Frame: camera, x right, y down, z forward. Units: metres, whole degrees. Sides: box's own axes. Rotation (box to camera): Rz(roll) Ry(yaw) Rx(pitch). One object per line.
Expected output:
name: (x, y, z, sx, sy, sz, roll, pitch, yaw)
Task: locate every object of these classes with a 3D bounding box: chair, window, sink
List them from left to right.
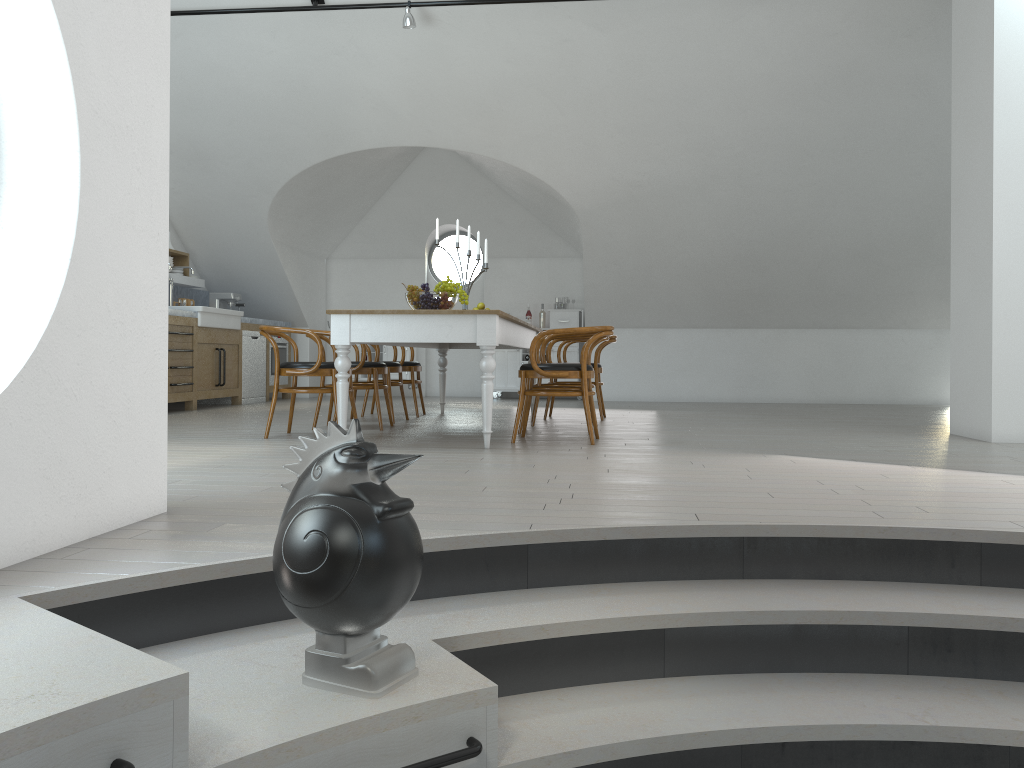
sink: (-3.330, -0.678, 9.190, 0.727, 0.202, 1.021, 1, 2, 6)
chair: (-1.356, -0.019, 5.856, 0.621, 0.735, 0.527, 0, 0, 6)
chair: (-1.219, -0.038, 6.571, 0.621, 0.735, 0.527, 0, 0, 3)
chair: (-1.201, -0.059, 7.301, 0.621, 0.735, 0.527, 0, 0, 9)
chair: (-1.114, -0.078, 8.019, 0.621, 0.735, 0.527, 0, 0, 3)
window: (-0.750, -1.699, 12.193, 0.900, 0.900, 0.060, 0, 0, 6)
chair: (0.372, -0.022, 6.351, 0.621, 0.735, 0.527, 0, 0, 6)
chair: (0.335, -0.001, 5.624, 0.621, 0.735, 0.527, 0, 0, 9)
chair: (0.465, -0.042, 7.073, 0.621, 0.735, 0.527, 0, 0, 1)
chair: (0.611, -0.061, 7.784, 0.621, 0.735, 0.527, 0, 0, 9)

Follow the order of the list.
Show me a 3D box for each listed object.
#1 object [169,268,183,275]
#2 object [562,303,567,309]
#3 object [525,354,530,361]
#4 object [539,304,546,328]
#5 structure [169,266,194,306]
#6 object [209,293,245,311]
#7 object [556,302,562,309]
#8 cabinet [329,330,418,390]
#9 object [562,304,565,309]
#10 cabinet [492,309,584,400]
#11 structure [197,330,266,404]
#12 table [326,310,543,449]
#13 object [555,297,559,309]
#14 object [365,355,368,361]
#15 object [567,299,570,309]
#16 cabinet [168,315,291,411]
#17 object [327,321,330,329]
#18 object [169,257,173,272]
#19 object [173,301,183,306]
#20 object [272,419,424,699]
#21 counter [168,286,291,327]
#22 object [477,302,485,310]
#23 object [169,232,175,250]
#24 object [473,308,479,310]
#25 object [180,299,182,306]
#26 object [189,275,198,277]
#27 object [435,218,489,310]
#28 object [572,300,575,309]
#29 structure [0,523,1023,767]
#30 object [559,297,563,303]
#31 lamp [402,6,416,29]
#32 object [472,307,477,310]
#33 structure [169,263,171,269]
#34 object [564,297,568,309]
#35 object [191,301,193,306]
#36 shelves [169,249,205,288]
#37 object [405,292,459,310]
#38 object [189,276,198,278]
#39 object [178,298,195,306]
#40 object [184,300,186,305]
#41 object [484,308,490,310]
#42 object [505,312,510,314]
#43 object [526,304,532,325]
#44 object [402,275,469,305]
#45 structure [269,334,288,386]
object: (-3.793, -1.299, 9.662, 0.198, 0.196, 0.657, 0, 1, 6)
object: (0.687, -1.004, 11.592, 0.071, 0.098, 0.071, 0, 1, 14)
object: (0.251, -0.343, 11.556, 0.156, 0.085, 0.331, 1, 2, 7)
object: (0.398, -0.882, 11.565, 0.085, 0.331, 0.085, 0, 0, -35)
structure: (-3.578, -0.990, 9.500, 0.332, 0.530, 0.214, 0, 0, -13)
object: (-3.358, -0.918, 10.560, 0.386, 0.320, 0.324, 0, 1, 6)
object: (0.612, -1.004, 11.440, 0.082, 0.105, 0.082, 1, 1, 44)
cabinet: (-1.815, -0.332, 11.638, 1.134, 0.789, 0.497, 0, 0, 6)
object: (0.650, -0.996, 11.518, 0.077, 0.085, 0.077, 1, 1, 14)
cabinet: (0.321, -0.384, 11.601, 1.242, 1.154, 0.610, 0, 0, 6)
structure: (-3.220, -0.192, 10.113, 0.598, 0.823, 0.724, 0, 1, 6)
table: (-0.398, -0.073, 6.752, 1.018, 0.799, 3.350, 0, 2, 6)
object: (0.584, -1.038, 11.517, 0.048, 0.169, 0.048, 0, 0, 39)
object: (-1.896, -0.338, 11.552, 0.082, 0.085, 0.317, 0, 2, 7)
object: (0.731, -1.026, 11.504, 0.046, 0.143, 0.046, 0, 0, 17)
cabinet: (-3.599, -0.122, 8.086, 1.004, 1.022, 6.430, 0, 2, 6)
object: (-2.375, -0.690, 11.599, 0.088, 0.269, 0.029, 0, 0, -21)
object: (-3.769, -1.301, 9.660, 0.154, 0.160, 0.158, 1, 1, 34)
object: (-3.735, -0.834, 9.915, 0.100, 0.171, 0.173, 0, 1, 8)
object: (-0.355, 0.356, 1.930, 0.320, 0.562, 0.321, 0, 0, -21)
counter: (-3.608, -0.944, 8.163, 0.961, 0.619, 6.577, 0, 2, 6)
object: (-0.270, -0.679, 7.772, 0.072, 0.074, 0.072, 0, 1, 6)
object: (-3.801, -1.583, 9.806, 0.156, 0.218, 0.156, 0, 0, -13)
object: (-0.314, -0.632, 7.750, 0.066, 0.071, 0.072, 0, 1, -25)
object: (-3.712, -0.849, 9.942, 0.019, 0.196, 0.022, 0, 0, -6)
object: (-3.741, -1.234, 10.255, 0.213, 0.025, 0.213, 0, 2, -6)
object: (-0.385, -0.912, 6.921, 0.265, 0.875, 0.775, 0, 1, -20)
object: (0.799, -1.026, 11.530, 0.046, 0.143, 0.046, 0, 0, 17)
structure: (0.891, 0.856, 0.557, 4.709, 0.693, 4.710, -1, 2, -39)
object: (0.648, -1.047, 11.649, 0.054, 0.179, 0.054, 0, 0, 0)
lamp: (-0.861, -3.073, 7.437, 0.112, 0.175, 0.114, 0, 0, -31)
object: (-0.320, -0.650, 7.835, 0.062, 0.059, 0.062, 0, 1, 7)
structure: (-3.630, -0.977, 9.015, 0.332, 0.530, 0.214, 0, 0, -13)
object: (0.710, -1.050, 11.661, 0.063, 0.187, 0.063, 0, 0, -8)
object: (-3.680, -0.859, 10.168, 0.040, 0.192, 0.042, 0, 0, -34)
shelves: (-3.878, -1.735, 7.682, 0.480, 1.361, 5.551, 0, 2, 1)
object: (-0.540, -0.528, 5.956, 0.360, 0.159, 0.360, 0, 1, -14)
object: (-3.741, -1.226, 10.255, 0.213, 0.025, 0.213, 0, 2, -6)
object: (-3.722, -0.866, 10.138, 0.104, 0.223, 0.200, 0, 1, 6)
object: (-3.680, -0.853, 9.959, 0.042, 0.192, 0.040, 0, 0, 43)
object: (-0.217, -0.640, 7.774, 0.058, 0.057, 0.053, 1, 1, 21)
object: (-0.075, -0.852, 11.821, 0.115, 0.209, 0.065, 0, 0, 8)
object: (0.219, -0.883, 11.590, 0.081, 0.329, 0.081, 0, 0, 2)
object: (-0.516, -0.591, 5.939, 0.394, 0.284, 0.292, 0, 1, -30)
structure: (-3.135, -0.308, 10.864, 0.631, 0.636, 0.632, 0, 1, 6)
